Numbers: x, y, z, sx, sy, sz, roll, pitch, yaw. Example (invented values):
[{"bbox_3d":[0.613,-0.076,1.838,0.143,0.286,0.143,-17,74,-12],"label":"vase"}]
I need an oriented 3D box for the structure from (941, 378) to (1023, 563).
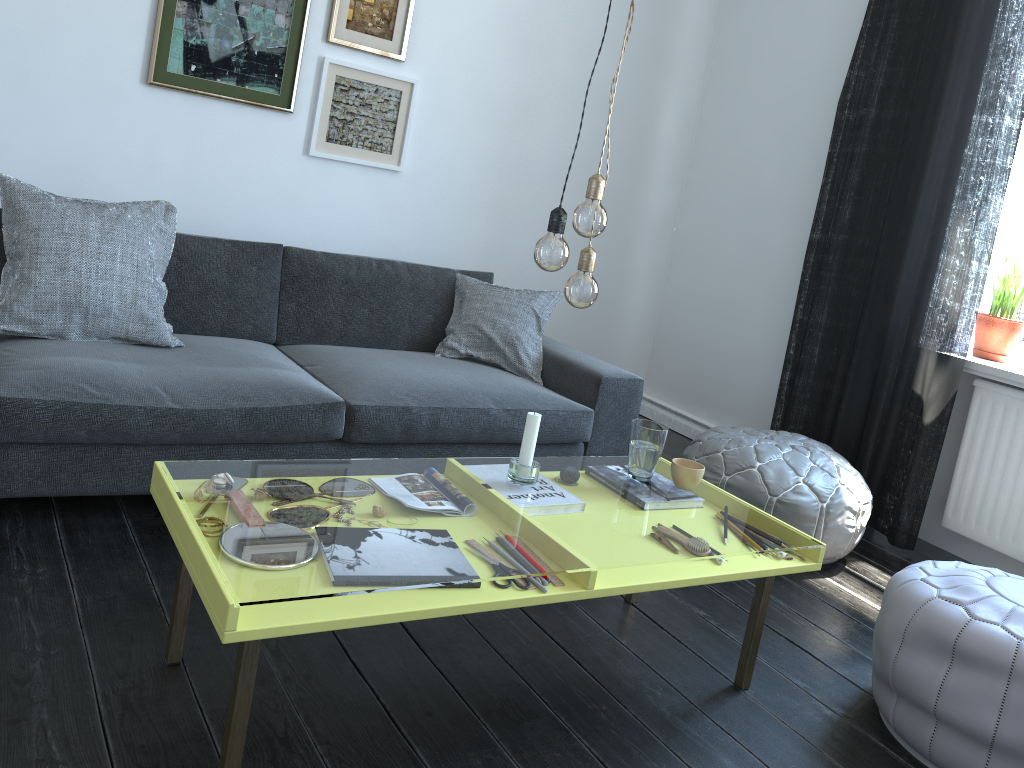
[{"bbox_3d":[2.012,0.427,2.980,0.073,0.619,1.088,7,11,-34],"label":"structure"}]

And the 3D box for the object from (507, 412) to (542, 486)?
[{"bbox_3d":[0.040,0.150,2.116,0.074,0.171,0.075,11,7,1],"label":"object"}]

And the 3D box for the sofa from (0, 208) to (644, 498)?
[{"bbox_3d":[-0.758,-0.089,3.091,2.361,0.713,1.108,3,13,-33],"label":"sofa"}]

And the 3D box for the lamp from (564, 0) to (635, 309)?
[{"bbox_3d":[0.281,-0.885,1.821,0.074,1.478,0.090,10,6,-10],"label":"lamp"}]

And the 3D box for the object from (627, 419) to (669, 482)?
[{"bbox_3d":[0.349,0.177,2.319,0.098,0.144,0.098,13,8,17],"label":"object"}]

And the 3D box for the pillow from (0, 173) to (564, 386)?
[{"bbox_3d":[-0.716,-0.346,3.192,2.044,0.486,0.489,4,11,-29],"label":"pillow"}]

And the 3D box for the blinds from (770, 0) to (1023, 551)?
[{"bbox_3d":[1.580,-0.908,3.517,0.111,2.936,0.820,7,7,-35],"label":"blinds"}]

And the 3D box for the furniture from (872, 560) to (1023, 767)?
[{"bbox_3d":[1.176,0.689,2.066,0.607,0.414,0.628,2,13,-39],"label":"furniture"}]

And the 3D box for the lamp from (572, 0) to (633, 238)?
[{"bbox_3d":[0.293,-1.028,1.766,0.075,1.478,0.075,12,6,13],"label":"lamp"}]

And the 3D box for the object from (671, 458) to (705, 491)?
[{"bbox_3d":[0.456,0.241,2.307,0.086,0.066,0.088,10,10,-6],"label":"object"}]

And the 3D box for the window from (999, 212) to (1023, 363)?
[{"bbox_3d":[2.632,-0.869,3.041,0.106,1.961,1.601,7,9,-34],"label":"window"}]

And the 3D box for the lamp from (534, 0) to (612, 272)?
[{"bbox_3d":[0.218,-0.954,1.748,0.087,1.478,0.075,13,6,17],"label":"lamp"}]

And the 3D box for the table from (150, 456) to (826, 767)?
[{"bbox_3d":[-0.034,0.462,1.964,1.394,0.394,0.613,3,13,-33],"label":"table"}]

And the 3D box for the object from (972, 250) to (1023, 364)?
[{"bbox_3d":[1.997,-0.337,3.531,0.305,0.493,0.333,17,10,39],"label":"object"}]

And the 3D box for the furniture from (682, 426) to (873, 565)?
[{"bbox_3d":[0.962,0.378,3.255,0.676,0.377,0.694,4,13,-33],"label":"furniture"}]

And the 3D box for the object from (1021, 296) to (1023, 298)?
[{"bbox_3d":[2.089,-0.216,3.361,0.233,0.365,0.263,8,9,-22],"label":"object"}]
